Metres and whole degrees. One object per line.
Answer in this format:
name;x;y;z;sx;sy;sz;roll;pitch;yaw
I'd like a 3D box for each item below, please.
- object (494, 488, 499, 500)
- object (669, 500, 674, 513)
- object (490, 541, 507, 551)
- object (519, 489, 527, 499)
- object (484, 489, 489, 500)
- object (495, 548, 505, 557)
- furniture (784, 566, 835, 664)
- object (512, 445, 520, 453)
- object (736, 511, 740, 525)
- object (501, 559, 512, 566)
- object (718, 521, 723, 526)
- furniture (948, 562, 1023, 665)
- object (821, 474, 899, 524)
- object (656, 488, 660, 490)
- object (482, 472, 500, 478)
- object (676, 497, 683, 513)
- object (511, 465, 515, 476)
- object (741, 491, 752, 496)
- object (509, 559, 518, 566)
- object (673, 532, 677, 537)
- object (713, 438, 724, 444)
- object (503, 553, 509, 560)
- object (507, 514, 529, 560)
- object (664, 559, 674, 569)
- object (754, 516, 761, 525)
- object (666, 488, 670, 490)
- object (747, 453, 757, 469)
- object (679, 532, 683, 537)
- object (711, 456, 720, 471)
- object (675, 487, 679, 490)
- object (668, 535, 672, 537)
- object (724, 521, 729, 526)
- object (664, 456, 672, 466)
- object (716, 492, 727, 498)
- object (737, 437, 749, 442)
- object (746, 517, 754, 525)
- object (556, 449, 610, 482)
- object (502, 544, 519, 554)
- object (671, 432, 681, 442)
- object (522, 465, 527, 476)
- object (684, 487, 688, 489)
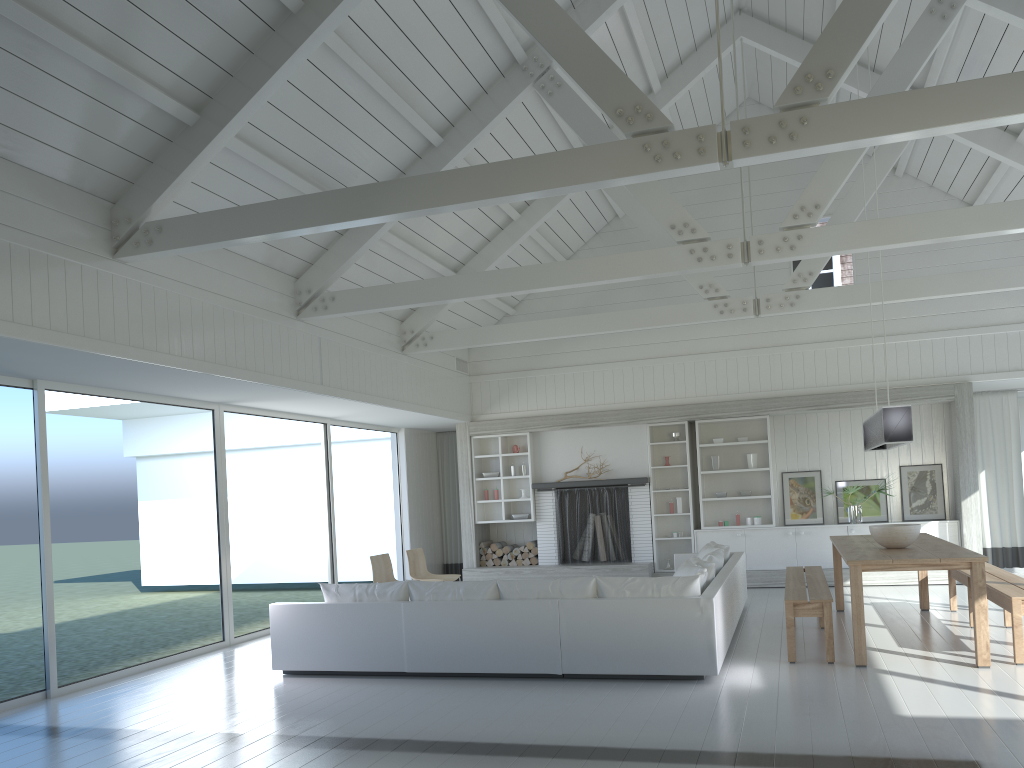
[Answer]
object;-0.220;1.553;12.559;0.054;0.196;0.054;-3;-1;18
object;2.157;1.650;11.912;0.054;0.196;0.054;-3;-1;17
object;-0.187;2.348;12.755;0.110;0.110;0.496;-4;-7;16
object;0.166;1.550;12.434;0.137;0.130;0.137;-3;-4;5
object;-0.365;1.566;12.605;0.054;0.196;0.054;-3;-1;18
object;-0.116;2.420;12.732;0.109;0.109;0.496;-4;-7;16
furniture;2.596;1.963;7.749;0.341;0.469;2.690;-4;-7;17
object;0.058;0.921;12.461;0.059;0.126;0.233;-2;-6;-28
object;2.986;1.770;11.649;0.054;0.196;0.054;-3;-1;17
object;-0.034;2.544;12.714;0.105;0.114;0.519;-4;-7;16
object;2.769;1.849;11.701;0.054;0.071;0.054;-3;-3;-4
furniture;4.022;1.832;7.297;0.341;0.469;2.690;-4;-7;17
object;4.344;1.436;11.020;0.973;0.628;0.624;-4;-4;15
object;1.975;1.423;11.895;0.054;0.025;0.054;-5;-6;17
object;-0.295;1.304;12.599;0.242;0.072;0.244;-3;-7;2
object;2.257;1.633;11.878;0.072;0.210;0.071;-3;-2;17
object;0.016;1.211;12.484;0.054;0.196;0.054;-3;-1;18
object;3.121;1.462;11.748;0.141;0.066;0.142;-5;-6;17
object;0.092;2.567;12.683;0.134;0.146;0.550;-4;-7;17
object;2.205;2.030;11.899;0.054;0.071;0.054;-4;-3;17
object;2.747;0.762;11.718;0.141;0.066;0.142;-5;-6;17
object;-0.032;2.470;12.691;0.080;0.079;0.479;-4;-7;16
object;0.098;2.183;12.626;0.341;0.641;0.615;-3;-4;2
object;2.113;2.435;11.923;0.136;0.130;0.138;-1;-5;-30
object;3.217;1.787;11.544;0.085;0.111;0.086;0;-4;-37
object;2.104;1.419;11.911;0.054;0.025;0.054;-5;-6;17
object;3.161;1.016;11.587;0.102;0.196;0.103;-2;-3;-28
object;2.275;2.029;11.875;0.058;0.061;0.057;-4;-4;17
object;2.714;1.057;11.728;0.103;0.196;0.103;-4;-2;17
object;2.233;1.414;11.927;0.054;0.025;0.054;-5;-6;17
object;2.132;2.060;11.922;0.054;0.025;0.054;-5;-6;17
object;2.843;1.851;11.705;0.058;0.061;0.058;-3;-4;-5
object;2.100;1.048;11.927;0.136;0.130;0.138;-1;-5;-30
object;2.784;1.474;11.706;0.141;0.066;0.142;-5;-6;17
object;3.084;0.750;11.760;0.141;0.066;0.142;-5;-6;17
object;3.148;1.811;11.638;0.090;0.095;0.092;0;-5;-39
object;1.021;1.081;12.019;0.782;0.501;0.460;-2;-4;-13
object;-0.019;2.376;12.701;0.109;0.109;0.496;-4;-7;16
object;2.208;0.717;11.864;0.161;0.124;0.162;1;-6;-40
object;0.174;1.197;12.434;0.054;0.196;0.054;-3;-1;18
object;2.362;1.409;11.943;0.054;0.025;0.054;-5;-6;17
